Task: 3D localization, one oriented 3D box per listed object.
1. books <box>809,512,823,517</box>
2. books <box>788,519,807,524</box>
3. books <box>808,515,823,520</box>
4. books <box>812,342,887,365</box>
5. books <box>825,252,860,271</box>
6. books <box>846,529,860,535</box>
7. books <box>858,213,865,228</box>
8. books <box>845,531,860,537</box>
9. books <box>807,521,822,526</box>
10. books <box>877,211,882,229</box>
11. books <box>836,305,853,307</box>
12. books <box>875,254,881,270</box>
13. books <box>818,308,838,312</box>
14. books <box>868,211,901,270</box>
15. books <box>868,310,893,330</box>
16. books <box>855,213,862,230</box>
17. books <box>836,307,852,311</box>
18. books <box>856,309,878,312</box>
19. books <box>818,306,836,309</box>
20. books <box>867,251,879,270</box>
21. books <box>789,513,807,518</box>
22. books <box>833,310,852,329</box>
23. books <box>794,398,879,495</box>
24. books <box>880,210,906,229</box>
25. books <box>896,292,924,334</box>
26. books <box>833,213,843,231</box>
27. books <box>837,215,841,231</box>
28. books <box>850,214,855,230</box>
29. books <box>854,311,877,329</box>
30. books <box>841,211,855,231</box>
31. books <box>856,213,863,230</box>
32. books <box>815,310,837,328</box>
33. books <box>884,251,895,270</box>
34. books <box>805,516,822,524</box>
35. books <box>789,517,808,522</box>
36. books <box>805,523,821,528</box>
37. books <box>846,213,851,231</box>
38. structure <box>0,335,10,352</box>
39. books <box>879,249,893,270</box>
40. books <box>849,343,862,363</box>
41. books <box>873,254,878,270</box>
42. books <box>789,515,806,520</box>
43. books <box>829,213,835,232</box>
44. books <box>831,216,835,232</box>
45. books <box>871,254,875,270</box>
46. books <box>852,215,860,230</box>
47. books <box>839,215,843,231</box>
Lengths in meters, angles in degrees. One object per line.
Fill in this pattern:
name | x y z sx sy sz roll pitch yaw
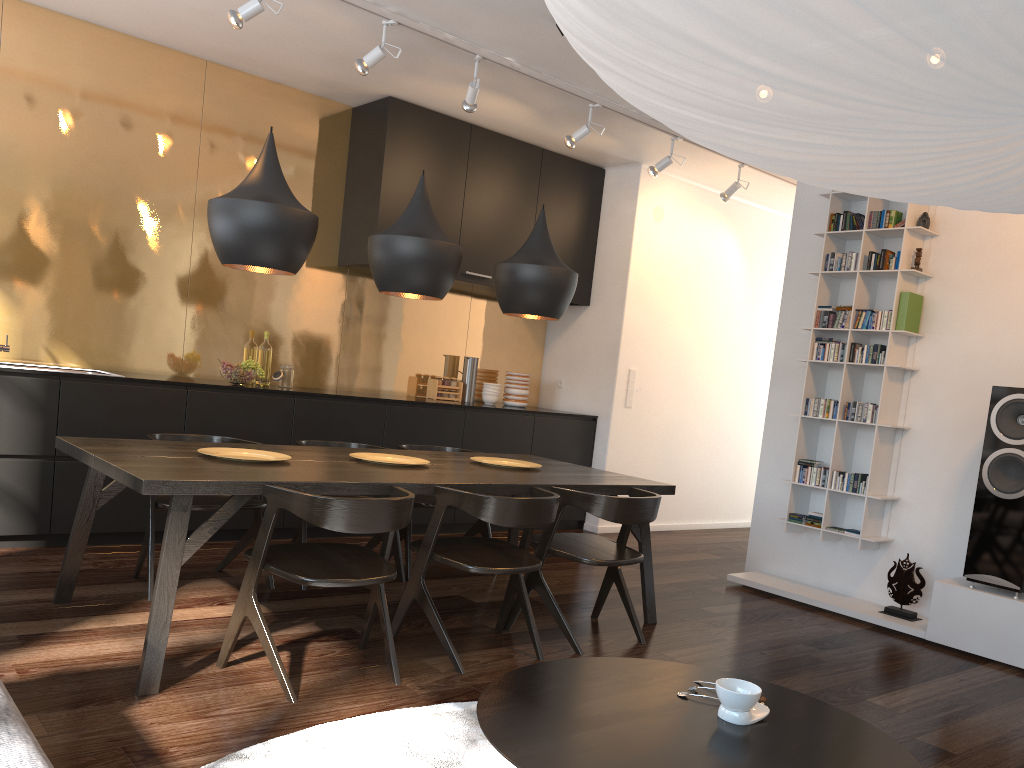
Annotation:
books | 1.791 0.762 5.157 0.070 0.014 0.091 6 1 -40
books | 1.704 0.817 5.255 0.074 0.015 0.098 6 1 -40
books | 1.789 0.776 5.157 0.070 0.014 0.091 6 1 -40
books | 1.955 -0.173 5.059 0.123 0.113 0.464 4 2 -40
books | 1.934 -0.697 5.102 0.109 0.113 0.220 4 2 -40
books | 1.942 0.834 4.987 0.070 0.014 0.092 6 1 -35
books | 1.991 -0.913 5.003 0.069 0.099 0.057 4 5 -40
books | 1.941 0.847 4.993 0.070 0.014 0.091 6 1 -40
books | 1.784 0.813 5.160 0.070 0.014 0.091 6 1 -40
books | 2.065 -0.904 4.934 0.069 0.108 0.012 3 5 -40
books | 1.930 -0.440 5.068 0.093 0.014 0.111 6 1 -40
books | 2.051 -0.673 4.918 0.070 0.093 0.020 4 5 -40
books | 1.847 -0.431 5.169 0.070 0.014 0.091 6 1 -40
books | 2.096 -0.789 4.916 0.107 0.335 0.227 3 5 -39
books | 2.074 -0.350 4.913 0.123 0.113 0.136 4 3 -40
books | 1.979 -0.914 5.017 0.069 0.099 0.057 4 5 -40
books | 1.921 -0.427 5.064 0.069 0.018 0.107 6 1 -40
books | 2.001 -0.412 4.977 0.069 0.008 0.106 6 1 -40
books | 1.848 -0.445 5.163 0.070 0.014 0.092 6 1 -35
books | 2.019 -0.684 4.953 0.069 0.108 0.023 3 5 -40
books | 1.712 0.780 5.250 0.069 0.009 0.106 6 1 -40
books | 1.925 -0.364 5.081 0.096 0.108 0.113 4 3 -40
books | 1.893 0.351 5.100 0.122 0.513 0.466 3 4 -40
books | 2.132 -0.899 4.878 0.101 0.111 0.159 4 3 -40
books | 2.186 -0.387 4.862 0.166 0.215 0.049 4 5 -40
books | 1.891 -0.929 5.118 0.069 0.108 0.023 3 5 -40
books | 1.904 -0.920 5.106 0.070 0.093 0.013 4 5 -40
books | 1.953 -0.915 5.048 0.070 0.094 0.028 4 5 -40
books | 1.996 -0.355 4.991 0.096 0.108 0.087 4 4 -40
books | 1.927 -0.929 5.080 0.074 0.116 0.028 3 5 -40
books | 1.985 -0.913 5.010 0.069 0.099 0.057 4 5 -40
books | 1.847 -0.372 5.174 0.096 0.105 0.100 4 3 -40
books | 2.084 -0.676 4.883 0.069 0.108 0.016 3 5 -40
books | 1.780 0.794 5.163 0.069 0.023 0.106 6 1 -40
books | 1.706 0.803 5.254 0.070 0.014 0.091 6 1 -40
books | 1.780 0.828 5.169 0.069 0.016 0.106 6 1 -40
books | 1.940 -0.920 5.061 0.074 0.099 0.019 4 5 -40
structure | -2.668 -0.293 4.581 0.110 0.387 0.264 4 4 -24
books | 2.069 -0.683 4.899 0.074 0.116 0.028 3 5 -40
books | 1.955 -0.174 5.033 0.074 0.116 0.028 3 5 -40
books | 2.041 -0.673 4.931 0.070 0.093 0.013 4 5 -40
books | 1.706 0.790 5.254 0.070 0.015 0.092 6 1 -40
books | 1.873 -0.931 5.147 0.069 0.108 0.016 3 5 -40
books | 1.880 -0.923 5.134 0.070 0.093 0.013 4 5 -40
books | 2.033 -0.674 4.942 0.070 0.093 0.013 4 5 -40
books | 1.967 -0.912 5.029 0.070 0.091 0.046 4 5 -40
books | 1.914 -0.919 5.096 0.070 0.093 0.013 4 5 -40
